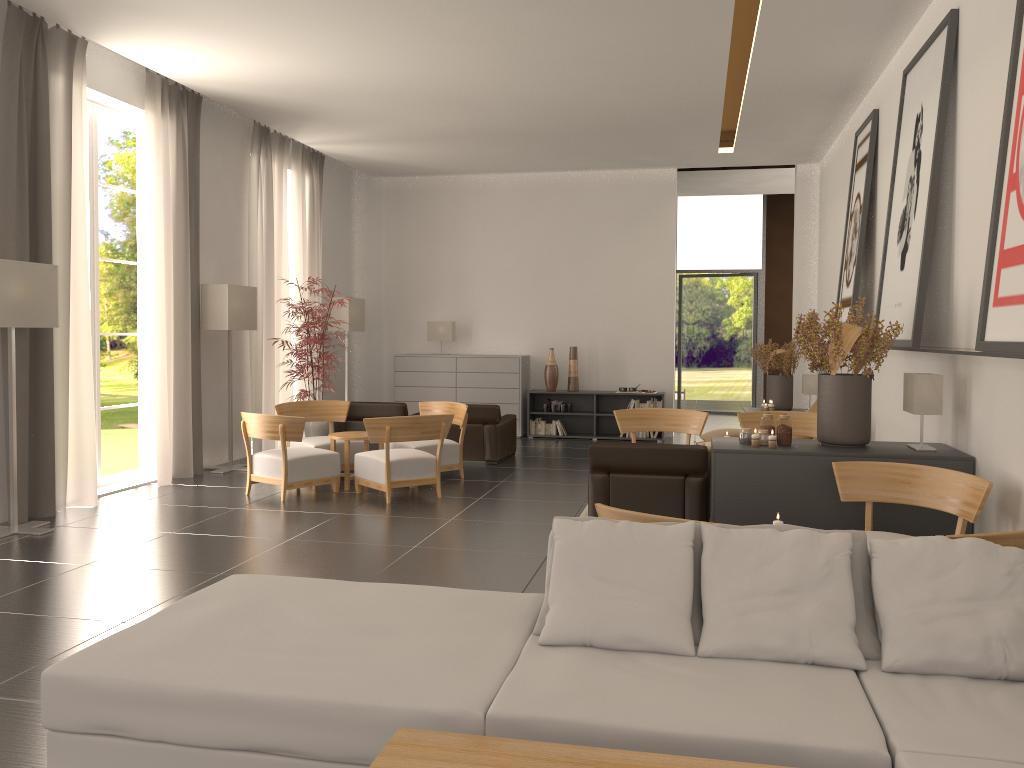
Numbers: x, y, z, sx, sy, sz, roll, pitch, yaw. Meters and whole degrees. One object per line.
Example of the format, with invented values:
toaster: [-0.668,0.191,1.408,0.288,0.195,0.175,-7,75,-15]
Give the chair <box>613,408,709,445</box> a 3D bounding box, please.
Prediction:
chair: [2.217,1.018,13.327,1.452,1.226,1.151,1,3,12]

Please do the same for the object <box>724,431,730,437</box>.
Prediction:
object: [2.941,0.737,12.124,0.076,0.187,0.076,-1,3,-39]

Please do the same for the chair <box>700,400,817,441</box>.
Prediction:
chair: [4.765,0.745,16.328,2.421,1.485,1.300,0,3,2]

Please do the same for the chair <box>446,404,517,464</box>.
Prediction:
chair: [-0.800,0.880,16.856,1.538,1.075,1.501,1,3,12]

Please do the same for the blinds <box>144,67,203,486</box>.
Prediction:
blinds: [-5.414,-1.674,14.231,0.417,6.427,1.551,1,2,8]

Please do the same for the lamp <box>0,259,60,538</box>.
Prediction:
lamp: [-5.891,0.160,10.452,0.908,3.176,1.001,1,2,12]

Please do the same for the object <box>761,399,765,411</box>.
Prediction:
object: [5.089,0.438,17.900,0.108,0.254,0.108,-1,2,-24]

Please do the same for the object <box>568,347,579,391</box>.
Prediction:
object: [1.416,-0.348,20.472,0.262,1.024,0.262,1,2,15]

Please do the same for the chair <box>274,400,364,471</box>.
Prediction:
chair: [-3.137,0.918,14.718,1.452,1.226,1.151,-2,4,-43]

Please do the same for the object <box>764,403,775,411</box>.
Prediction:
object: [5.157,0.478,17.774,0.207,0.187,0.111,0,2,-1]

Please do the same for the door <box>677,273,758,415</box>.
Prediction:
door: [6.209,-1.204,26.896,2.378,4.266,0.100,2,2,27]

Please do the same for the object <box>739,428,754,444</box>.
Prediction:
object: [2.461,0.545,9.310,0.157,0.158,0.158,0,3,-15]

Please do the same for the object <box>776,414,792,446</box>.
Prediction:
object: [2.827,0.470,9.200,0.157,0.325,0.158,-2,3,-41]

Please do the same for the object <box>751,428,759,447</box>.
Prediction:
object: [2.493,0.543,9.081,0.076,0.187,0.076,2,3,28]

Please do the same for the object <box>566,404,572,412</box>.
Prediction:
object: [1.316,0.553,20.487,0.135,0.178,0.136,1,3,18]

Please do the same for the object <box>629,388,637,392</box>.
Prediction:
object: [2.774,0.129,20.330,0.188,0.082,0.188,2,3,26]

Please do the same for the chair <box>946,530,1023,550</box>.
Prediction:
chair: [3.001,1.445,5.898,1.452,1.226,1.151,-1,3,-33]

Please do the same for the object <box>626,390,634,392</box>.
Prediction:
object: [2.633,0.153,20.104,0.292,0.058,0.086,0,3,-1]

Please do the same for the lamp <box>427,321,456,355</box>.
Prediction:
lamp: [-1.701,-1.104,21.356,0.619,0.795,0.310,1,2,12]

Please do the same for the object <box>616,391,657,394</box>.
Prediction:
object: [2.834,0.185,20.123,0.894,0.003,0.672,1,3,14]

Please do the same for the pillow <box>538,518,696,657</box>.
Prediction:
pillow: [0.583,1.062,4.777,0.801,0.598,0.585,1,3,11]

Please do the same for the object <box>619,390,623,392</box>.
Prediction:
object: [2.475,0.157,20.182,0.034,0.040,0.112,-1,3,-34]

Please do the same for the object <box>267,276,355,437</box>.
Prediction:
object: [-3.663,-0.242,16.078,1.489,3.395,1.772,0,2,-3]

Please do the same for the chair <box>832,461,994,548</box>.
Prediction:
chair: [3.216,1.352,7.590,1.151,1.226,1.453,-2,3,-38]

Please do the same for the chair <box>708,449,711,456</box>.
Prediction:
chair: [4.384,0.844,14.513,2.421,1.485,1.300,2,3,22]

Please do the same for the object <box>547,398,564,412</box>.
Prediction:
object: [1.008,0.483,20.525,0.413,0.309,0.142,2,3,26]

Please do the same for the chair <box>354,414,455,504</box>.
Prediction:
chair: [-1.618,1.026,12.935,1.452,1.226,1.151,-1,3,-33]

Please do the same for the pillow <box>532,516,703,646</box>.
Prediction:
pillow: [0.614,1.076,4.914,0.919,0.577,0.549,1,3,12]

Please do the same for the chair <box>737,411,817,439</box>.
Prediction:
chair: [4.037,1.050,12.946,1.452,1.226,1.151,1,3,12]

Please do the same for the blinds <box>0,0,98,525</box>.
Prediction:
blinds: [-5.998,-1.524,11.461,0.415,6.427,1.550,1,2,16]

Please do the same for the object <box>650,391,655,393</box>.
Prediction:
object: [3.144,0.179,19.860,0.112,0.040,0.034,0,3,1]

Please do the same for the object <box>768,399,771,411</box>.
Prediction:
object: [5.214,0.439,17.900,0.104,0.254,0.104,-1,3,-28]

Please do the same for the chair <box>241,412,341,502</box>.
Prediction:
chair: [-3.286,1.009,13.065,1.452,1.226,1.151,2,3,37]

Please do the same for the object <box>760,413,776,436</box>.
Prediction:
object: [2.695,0.461,9.341,0.157,0.325,0.158,1,2,4]

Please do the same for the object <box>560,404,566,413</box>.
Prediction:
object: [1.166,0.562,20.309,0.136,0.178,0.135,0,3,-18]

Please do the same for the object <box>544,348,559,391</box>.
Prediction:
object: [0.907,-0.328,20.354,0.327,0.991,0.327,2,3,35]

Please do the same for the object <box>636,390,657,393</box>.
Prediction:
object: [3.058,0.168,20.109,0.293,0.034,0.405,-2,4,-30]

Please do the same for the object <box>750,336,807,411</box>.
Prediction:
object: [5.477,-0.233,18.313,0.928,1.552,1.587,2,3,40]

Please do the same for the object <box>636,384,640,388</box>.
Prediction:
object: [2.827,0.078,20.348,0.261,0.151,0.086,-1,3,-20]

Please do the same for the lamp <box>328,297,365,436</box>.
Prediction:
lamp: [-3.800,-0.380,20.405,0.908,3.176,1.001,1,2,12]

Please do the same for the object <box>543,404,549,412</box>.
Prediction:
object: [0.777,0.552,20.438,0.135,0.178,0.136,1,3,13]

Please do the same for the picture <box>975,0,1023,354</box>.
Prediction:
picture: [3.789,-1.962,6.310,0.384,3.491,1.601,1,2,12]

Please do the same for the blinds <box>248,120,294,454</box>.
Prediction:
blinds: [-4.751,-1.845,17.395,0.415,6.427,1.550,1,2,16]

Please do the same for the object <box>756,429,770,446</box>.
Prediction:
object: [2.594,0.554,9.168,0.157,0.158,0.158,0,3,-15]

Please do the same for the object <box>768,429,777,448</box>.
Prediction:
object: [2.635,0.550,8.973,0.080,0.187,0.080,1,2,21]

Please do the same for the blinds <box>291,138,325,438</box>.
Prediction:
blinds: [-4.401,-1.935,19.051,0.417,6.427,1.551,1,2,8]

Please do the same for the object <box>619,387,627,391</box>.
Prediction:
object: [2.555,0.125,20.380,0.188,0.082,0.188,-1,3,-28]

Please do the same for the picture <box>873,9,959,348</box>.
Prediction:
picture: [4.623,-2.178,10.281,0.384,3.491,2.194,1,2,12]

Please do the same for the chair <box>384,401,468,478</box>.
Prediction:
chair: [-1.402,0.933,14.627,1.151,1.226,1.453,-2,3,-38]

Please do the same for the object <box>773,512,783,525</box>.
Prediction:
object: [2.080,1.098,6.933,0.080,0.187,0.080,-1,2,-24]

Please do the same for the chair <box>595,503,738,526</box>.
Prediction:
chair: [1.333,1.428,6.027,1.452,1.226,1.151,2,3,37]

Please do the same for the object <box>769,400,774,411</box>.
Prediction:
object: [5.206,0.446,17.775,0.104,0.254,0.104,-1,3,-28]

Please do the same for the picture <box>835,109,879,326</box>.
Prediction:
picture: [5.409,-2.380,14.019,0.384,3.491,1.601,1,2,12]

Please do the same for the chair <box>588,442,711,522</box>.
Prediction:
chair: [1.719,1.218,11.047,1.538,1.075,1.501,1,3,12]

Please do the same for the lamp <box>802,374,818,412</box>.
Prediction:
lamp: [6.038,0.190,17.970,0.257,0.755,0.515,1,2,12]

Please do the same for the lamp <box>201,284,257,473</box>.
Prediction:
lamp: [-4.868,-0.104,15.319,0.908,3.176,1.001,1,2,12]

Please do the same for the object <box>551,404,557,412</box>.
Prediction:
object: [0.957,0.560,20.324,0.135,0.178,0.136,1,3,13]

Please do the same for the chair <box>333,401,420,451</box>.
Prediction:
chair: [-2.549,0.849,17.222,1.538,1.075,1.501,1,3,12]

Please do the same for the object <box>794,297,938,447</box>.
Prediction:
object: [3.642,-0.134,9.126,1.422,1.552,1.437,2,3,24]

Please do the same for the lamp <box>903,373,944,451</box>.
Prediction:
lamp: [4.139,0.277,8.946,0.257,0.757,0.515,1,2,12]
